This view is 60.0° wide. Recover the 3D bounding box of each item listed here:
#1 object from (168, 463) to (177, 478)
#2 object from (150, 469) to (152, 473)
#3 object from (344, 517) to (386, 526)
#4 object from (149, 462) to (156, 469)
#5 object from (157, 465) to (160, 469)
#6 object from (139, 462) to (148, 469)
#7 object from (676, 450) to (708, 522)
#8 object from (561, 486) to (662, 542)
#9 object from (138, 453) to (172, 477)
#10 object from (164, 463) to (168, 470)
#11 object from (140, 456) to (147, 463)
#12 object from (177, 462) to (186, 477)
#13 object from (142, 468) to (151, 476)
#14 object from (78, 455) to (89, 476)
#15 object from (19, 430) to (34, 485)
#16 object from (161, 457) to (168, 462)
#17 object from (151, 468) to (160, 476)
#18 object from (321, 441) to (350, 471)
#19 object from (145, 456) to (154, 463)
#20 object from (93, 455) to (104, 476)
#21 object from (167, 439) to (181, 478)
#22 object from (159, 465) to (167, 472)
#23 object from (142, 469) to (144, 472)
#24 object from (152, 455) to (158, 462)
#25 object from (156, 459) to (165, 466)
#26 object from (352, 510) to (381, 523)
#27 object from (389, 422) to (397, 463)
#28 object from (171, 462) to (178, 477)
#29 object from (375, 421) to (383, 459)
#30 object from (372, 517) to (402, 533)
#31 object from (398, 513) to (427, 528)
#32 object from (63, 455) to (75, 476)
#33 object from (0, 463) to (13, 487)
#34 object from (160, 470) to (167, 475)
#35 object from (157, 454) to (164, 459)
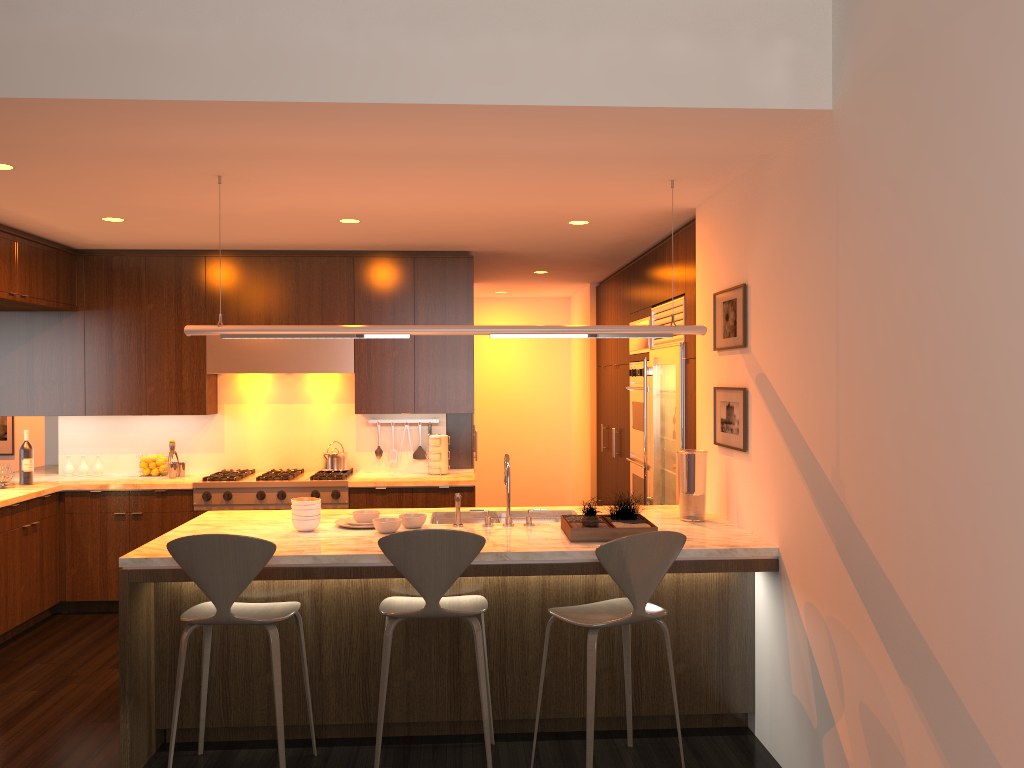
[{"bbox_3d":[-2.481,0.635,6.478,0.060,0.106,0.060,0,0,29],"label":"object"},{"bbox_3d":[-2.682,0.652,6.644,0.052,0.060,0.057,0,0,35],"label":"object"},{"bbox_3d":[-0.715,0.678,4.355,0.217,0.025,0.216,0,0,14],"label":"object"},{"bbox_3d":[-2.676,0.606,6.602,0.052,0.053,0.062,0,0,1],"label":"object"},{"bbox_3d":[-2.641,0.620,6.662,0.062,0.053,0.051,0,0,38],"label":"object"},{"bbox_3d":[-2.736,0.605,6.588,0.063,0.051,0.053,0,0,-2],"label":"object"},{"bbox_3d":[0.907,0.511,4.457,0.159,0.349,0.159,0,0,-30],"label":"object"},{"bbox_3d":[0.490,0.573,4.118,0.497,0.231,0.503,0,0,-3],"label":"object"},{"bbox_3d":[-2.678,0.601,6.660,0.207,0.175,0.189,0,0,-5],"label":"object"},{"bbox_3d":[-2.612,0.623,6.673,0.051,0.055,0.061,0,0,9],"label":"object"},{"bbox_3d":[-2.742,0.566,6.616,0.057,0.060,0.052,0,0,18],"label":"object"},{"bbox_3d":[-2.446,0.634,6.559,0.060,0.106,0.060,0,0,29],"label":"object"},{"bbox_3d":[-2.716,0.652,6.591,0.052,0.057,0.060,0,0,31],"label":"object"},{"bbox_3d":[-3.219,0.613,6.659,0.079,0.154,0.079,0,0,-21],"label":"object"},{"bbox_3d":[-3.346,0.505,6.111,0.094,0.378,0.095,0,0,22],"label":"object"},{"bbox_3d":[-2.618,0.572,6.676,0.063,0.053,0.051,0,0,43],"label":"object"},{"bbox_3d":[-2.658,0.658,6.608,0.064,0.063,0.074,0,0,-40],"label":"object"},{"bbox_3d":[-1.340,0.542,6.728,0.221,0.218,0.221,0,0,-19],"label":"object"},{"bbox_3d":[-2.695,0.562,6.593,0.063,0.051,0.053,0,0,-13],"label":"object"},{"bbox_3d":[-3.108,0.613,6.663,0.079,0.154,0.079,0,0,-21],"label":"object"},{"bbox_3d":[-2.494,0.544,6.484,0.088,0.288,0.101,0,0,27],"label":"object"},{"bbox_3d":[-2.602,0.631,6.604,0.052,0.054,0.061,0,0,7],"label":"object"},{"bbox_3d":[-2.741,0.658,6.643,0.061,0.053,0.053,0,0,-18],"label":"object"},{"bbox_3d":[-2.684,0.558,6.651,0.063,0.053,0.051,0,0,31],"label":"object"},{"bbox_3d":[-2.625,0.584,6.618,0.053,0.052,0.061,0,0,43],"label":"object"},{"bbox_3d":[-0.715,0.657,4.354,0.139,0.059,0.138,0,0,22],"label":"object"},{"bbox_3d":[-0.922,0.450,6.860,0.066,0.314,0.004,0,0,-3],"label":"object"},{"bbox_3d":[-2.514,0.634,6.592,0.060,0.106,0.060,0,0,29],"label":"object"},{"bbox_3d":[-1.028,0.435,6.850,0.061,0.296,0.020,0,0,-5],"label":"object"},{"bbox_3d":[-0.582,0.664,4.142,0.139,0.059,0.138,0,0,22],"label":"object"},{"bbox_3d":[-0.478,0.662,4.277,0.139,0.059,0.138,0,0,22],"label":"object"},{"bbox_3d":[-3.326,0.614,6.654,0.079,0.154,0.079,0,0,-21],"label":"object"},{"bbox_3d":[-3.458,0.619,6.036,0.112,0.151,0.112,0,0,15],"label":"object"},{"bbox_3d":[-2.612,0.659,6.644,0.063,0.053,0.051,0,0,38],"label":"object"},{"bbox_3d":[-2.663,0.559,6.725,0.059,0.060,0.050,0,0,29],"label":"object"}]
